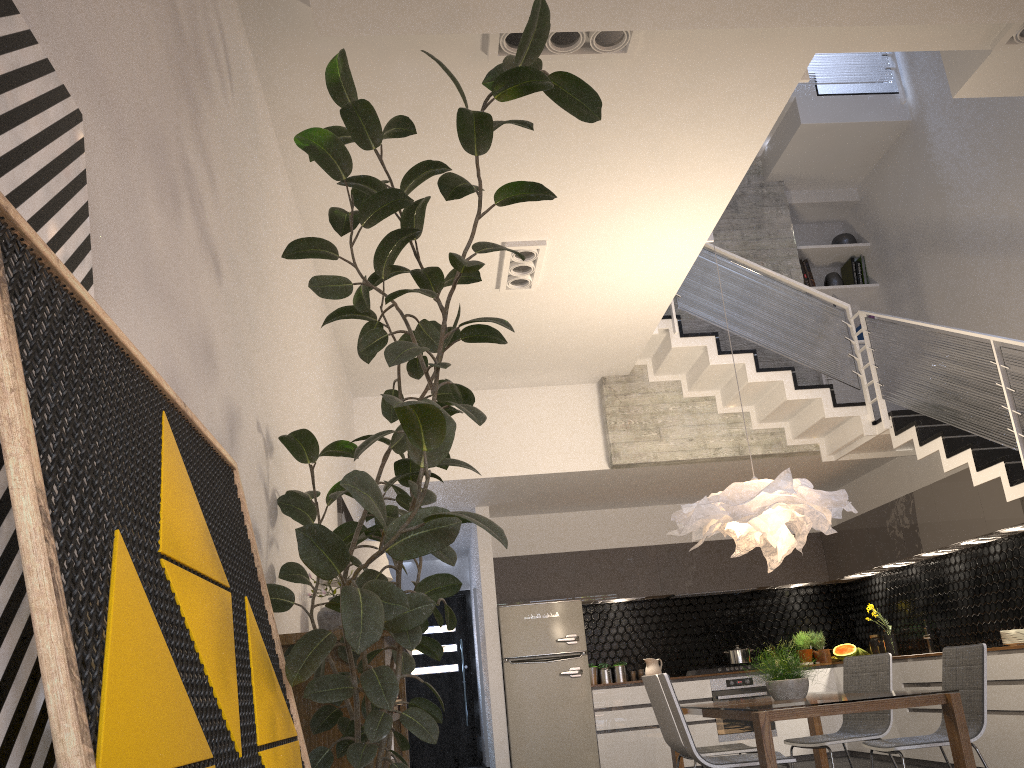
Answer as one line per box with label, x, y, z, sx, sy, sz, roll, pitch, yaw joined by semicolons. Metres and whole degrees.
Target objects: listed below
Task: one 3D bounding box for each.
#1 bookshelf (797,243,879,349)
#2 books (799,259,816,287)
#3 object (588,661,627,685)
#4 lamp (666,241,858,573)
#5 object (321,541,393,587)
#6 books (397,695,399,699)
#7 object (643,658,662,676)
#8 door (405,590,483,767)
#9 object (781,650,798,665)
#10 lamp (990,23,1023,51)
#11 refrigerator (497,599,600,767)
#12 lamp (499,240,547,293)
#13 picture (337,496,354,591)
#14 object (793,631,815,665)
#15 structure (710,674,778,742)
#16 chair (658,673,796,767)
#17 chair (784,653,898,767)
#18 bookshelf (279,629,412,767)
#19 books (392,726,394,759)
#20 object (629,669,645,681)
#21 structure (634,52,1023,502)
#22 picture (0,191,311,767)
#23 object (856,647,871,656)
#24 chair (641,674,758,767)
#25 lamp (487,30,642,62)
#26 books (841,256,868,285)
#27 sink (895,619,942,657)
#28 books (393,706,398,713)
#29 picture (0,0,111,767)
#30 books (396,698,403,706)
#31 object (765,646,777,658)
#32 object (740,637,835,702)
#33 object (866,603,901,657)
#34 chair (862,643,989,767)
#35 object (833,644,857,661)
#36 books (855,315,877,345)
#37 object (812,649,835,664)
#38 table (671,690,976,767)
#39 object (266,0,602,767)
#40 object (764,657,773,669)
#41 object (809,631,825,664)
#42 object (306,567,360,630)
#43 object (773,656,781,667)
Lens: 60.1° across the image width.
bookshelf;3.108;-0.781;8.821;0.972;1.090;0.450;-4;-17;-6
books;2.949;-1.030;8.964;0.134;0.376;0.276;-4;-17;-6
object;0.967;2.989;9.165;0.482;0.217;0.175;-2;-18;-9
lamp;1.282;-1.344;5.962;1.118;5.134;1.077;-7;-17;5
object;-0.843;1.175;4.852;0.390;0.573;0.394;7;-21;-35
books;-0.755;1.695;4.777;0.227;0.029;0.180;-19;-23;34
object;1.476;2.963;9.218;0.190;0.212;0.174;-8;-18;7
door;-1.029;3.969;11.883;1.107;2.281;0.163;-4;-17;-6
object;2.921;2.903;9.375;0.141;0.171;0.143;-4;-18;-6
lamp;2.528;-1.622;3.985;0.644;0.065;0.257;-3;-19;-6
refrigerator;0.332;3.064;8.784;0.829;1.686;0.781;-4;-17;-6
lamp;0.062;-0.771;5.773;0.253;0.065;0.655;-3;-19;-6
picture;-1.125;1.914;6.287;0.033;1.997;1.252;-4;-17;-6
object;3.107;2.791;9.379;0.245;0.349;0.238;-5;-17;-2
structure;2.250;3.260;8.927;0.587;0.580;0.593;-4;-18;-6
chair;1.115;1.937;4.557;0.602;0.906;0.482;-6;-17;3
chair;2.013;2.129;5.353;0.601;0.906;0.482;1;-18;-19
bookshelf;-0.671;1.768;3.966;0.450;1.154;1.949;-4;-18;-6
books;-0.695;1.888;4.681;0.136;0.186;0.019;-4;-17;-6
object;1.302;3.033;9.219;0.160;0.109;0.079;-5;-17;-1
structure;1.660;-1.135;6.991;4.232;8.184;8.595;-4;-18;-6
picture;-0.501;0.719;1.631;0.386;1.581;1.521;-4;-18;-6
object;3.664;2.808;9.237;0.149;0.125;0.226;-17;-22;32
chair;1.153;2.180;5.268;0.601;0.906;0.482;-4;-17;-5
lamp;0.223;-1.486;3.757;0.644;0.065;0.257;-3;-19;-6
books;3.480;-1.066;8.998;0.160;0.376;0.270;-4;-17;-6
sink;3.592;2.380;8.038;0.489;0.442;0.735;-4;-18;-6
books;-0.731;1.737;4.700;0.230;0.034;0.290;-1;-20;-13
picture;-0.595;0.270;0.951;0.207;1.989;0.973;-4;-17;-6
books;0.458;-0.882;7.633;0.363;6.608;5.437;-16;-21;33
object;2.739;2.836;9.378;0.083;0.111;0.084;3;-19;-25
object;1.546;1.636;5.080;0.531;0.362;0.678;-2;-19;-10
object;3.686;2.459;8.846;0.258;0.534;0.432;-11;-18;17
chair;2.211;1.867;4.652;0.601;0.906;0.482;-4;-17;-3
object;3.454;2.783;9.180;0.237;0.172;0.220;-13;-20;22
books;3.544;-0.466;8.840;0.146;0.377;0.276;-4;-17;-6
object;3.260;2.841;9.238;0.211;0.138;0.125;-15;-20;27
table;1.607;2.132;4.946;0.997;0.703;1.828;-3;-19;-6
object;-0.395;0.317;2.902;0.909;3.152;2.040;3;-19;-27
object;2.714;2.947;9.355;0.083;0.111;0.084;-4;-18;-6
object;3.248;2.765;9.379;0.170;0.373;0.186;-15;-20;30
object;-0.812;1.047;4.234;0.386;0.406;0.279;4;-20;-27
object;2.802;2.941;9.360;0.083;0.111;0.084;-7;-17;4
